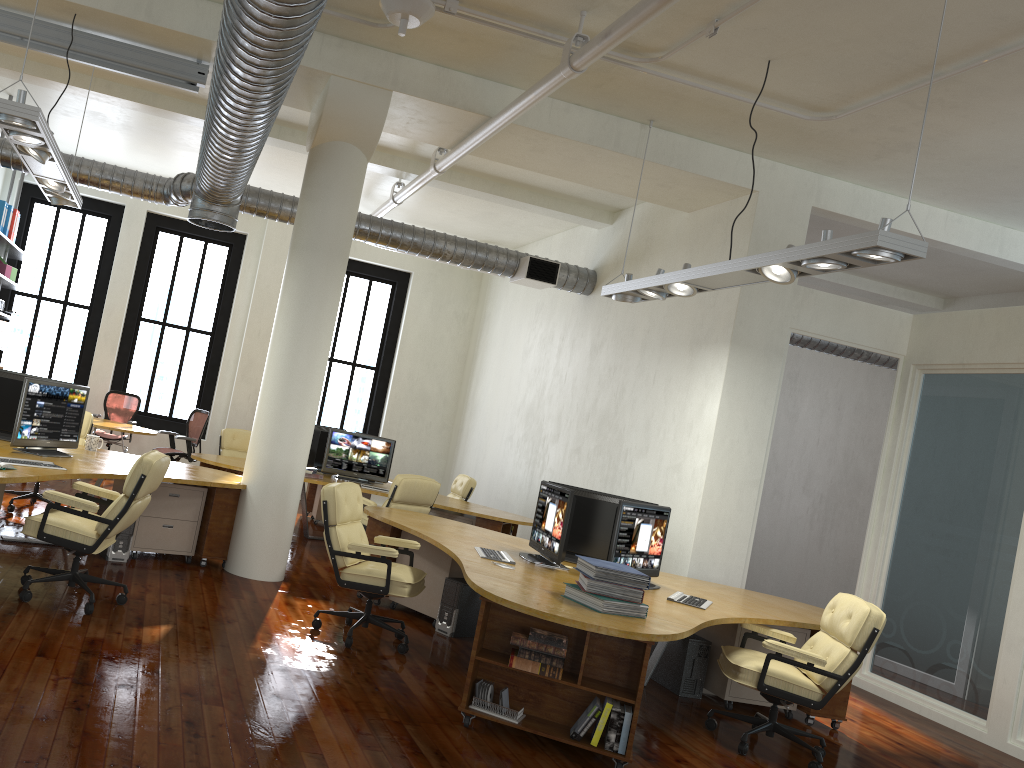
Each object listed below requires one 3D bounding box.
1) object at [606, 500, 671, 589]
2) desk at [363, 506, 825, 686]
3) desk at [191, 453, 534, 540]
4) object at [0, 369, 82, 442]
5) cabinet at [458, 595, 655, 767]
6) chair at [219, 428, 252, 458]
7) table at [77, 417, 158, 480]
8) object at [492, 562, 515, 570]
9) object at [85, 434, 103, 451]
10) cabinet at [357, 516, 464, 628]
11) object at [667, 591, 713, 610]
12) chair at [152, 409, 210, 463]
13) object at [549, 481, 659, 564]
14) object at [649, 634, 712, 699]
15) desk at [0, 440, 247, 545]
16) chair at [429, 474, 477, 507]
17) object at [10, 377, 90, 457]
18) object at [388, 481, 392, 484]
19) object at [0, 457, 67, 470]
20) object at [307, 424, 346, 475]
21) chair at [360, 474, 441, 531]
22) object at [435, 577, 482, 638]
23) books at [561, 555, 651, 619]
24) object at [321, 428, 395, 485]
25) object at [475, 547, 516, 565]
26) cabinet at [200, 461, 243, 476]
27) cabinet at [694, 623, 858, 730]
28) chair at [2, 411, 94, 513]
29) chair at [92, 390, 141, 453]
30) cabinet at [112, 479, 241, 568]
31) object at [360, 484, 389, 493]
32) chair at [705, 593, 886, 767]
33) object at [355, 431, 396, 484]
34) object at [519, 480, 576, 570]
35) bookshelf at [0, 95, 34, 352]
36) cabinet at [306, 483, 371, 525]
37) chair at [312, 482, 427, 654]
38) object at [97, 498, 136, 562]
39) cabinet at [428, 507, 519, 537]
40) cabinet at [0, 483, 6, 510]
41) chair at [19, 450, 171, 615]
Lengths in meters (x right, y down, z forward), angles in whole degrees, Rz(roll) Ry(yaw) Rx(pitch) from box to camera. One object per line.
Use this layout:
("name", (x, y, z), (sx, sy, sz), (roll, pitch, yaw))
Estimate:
("object", (0.872, 1.090, 6.052), (0.320, 0.551, 0.732), (9, -4, 38))
("desk", (0.164, 1.641, 6.577), (3.853, 0.733, 3.517), (8, -5, 44))
("desk", (-2.009, 1.505, 10.878), (3.790, 0.733, 3.606), (12, -4, -10))
("object", (-3.949, 0.200, 7.219), (0.803, 0.551, 0.293), (11, -2, -2))
("cabinet", (0.262, 1.564, 4.937), (0.933, 0.708, 0.844), (10, -3, 14))
("chair", (-3.349, 1.118, 11.228), (0.650, 1.020, 0.856), (13, -3, -42))
("table", (-5.450, 0.863, 11.608), (1.545, 0.743, 1.424), (11, -4, 10))
("object", (-0.057, 1.148, 5.615), (0.102, 0.015, 0.145), (14, -4, -29))
("object", (-3.640, 0.514, 7.711), (0.117, 0.131, 0.131), (10, -3, 24))
("cabinet", (-0.656, 1.551, 7.381), (0.978, 0.708, 0.801), (8, -4, 44))
("object", (1.158, 1.400, 5.747), (0.247, 0.016, 0.441), (10, -4, 21))
("chair", (-6.564, 0.266, 9.281), (1.041, 1.156, 7.174), (9, -5, 41))
("object", (0.625, 1.081, 6.628), (0.865, 0.551, 0.271), (10, -2, 22))
("object", (1.209, 2.018, 6.515), (0.171, 0.410, 0.504), (12, -3, -20))
("desk", (-4.332, 0.767, 7.043), (3.770, 0.733, 3.608), (10, -4, 22))
("chair", (-0.967, 1.605, 11.328), (0.758, 1.020, 0.739), (12, -2, -11))
("object", (-3.498, 0.258, 6.752), (0.305, 0.551, 0.771), (11, -3, 10))
("object", (-1.355, 1.267, 11.068), (0.209, 0.016, 0.520), (14, -5, -38))
("object", (-3.238, 0.527, 5.923), (0.252, 0.016, 0.431), (8, -5, 38))
("object", (-2.246, 0.788, 10.695), (0.313, 0.551, 0.749), (10, -3, 21))
("chair", (-1.278, 1.392, 9.178), (0.858, 1.020, 0.648), (9, -3, 43))
("object", (-0.345, 1.730, 6.872), (0.198, 0.410, 0.434), (9, -4, 44))
("books", (0.511, 1.099, 4.824), (0.411, 0.226, 0.465), (12, -4, -6))
("object", (-1.769, 0.850, 10.213), (0.764, 0.551, 0.307), (12, -2, -18))
("object", (-0.121, 1.164, 6.054), (0.229, 0.016, 0.477), (12, -4, -5))
("cabinet", (-2.880, 1.263, 9.672), (0.806, 0.708, 0.971), (14, -4, -41))
("cabinet", (1.803, 1.987, 6.526), (0.851, 0.708, 0.927), (12, -3, -17))
("chair", (-4.467, 0.698, 8.460), (0.708, 1.020, 0.793), (11, -3, -7))
("chair", (-5.630, 0.686, 12.579), (0.714, 1.156, 0.775), (11, -2, -8))
("cabinet", (-2.928, 1.110, 7.628), (0.808, 0.708, 0.969), (14, -4, -39))
("object", (-1.425, 1.158, 9.714), (0.472, 0.016, 0.231), (12, -4, -3))
("chair", (1.684, 1.723, 5.392), (0.811, 1.020, 0.691), (11, -2, 9))
("object", (-1.714, 0.900, 10.778), (0.264, 0.551, 0.887), (13, -4, -42))
("object", (0.263, 0.983, 6.277), (0.285, 0.551, 0.824), (12, -3, -11))
("bookshelf", (-6.854, -1.233, 11.422), (0.623, 4.597, 3.790), (12, -3, -21))
("cabinet", (-2.307, 1.537, 11.917), (0.861, 0.708, 0.918), (12, -3, -12))
("chair", (-0.968, 1.239, 6.107), (0.823, 1.020, 0.680), (11, -2, 14))
("object", (-3.209, 1.172, 7.151), (0.164, 0.410, 0.524), (13, -3, -38))
("cabinet", (-0.499, 1.758, 9.881), (0.950, 0.708, 0.829), (10, -3, 19))
("cabinet", (-3.609, 0.819, 5.432), (0.868, 0.708, 0.910), (12, -3, -9))
("chair", (-2.665, 0.862, 5.622), (0.772, 1.020, 0.727), (11, -2, -6))
